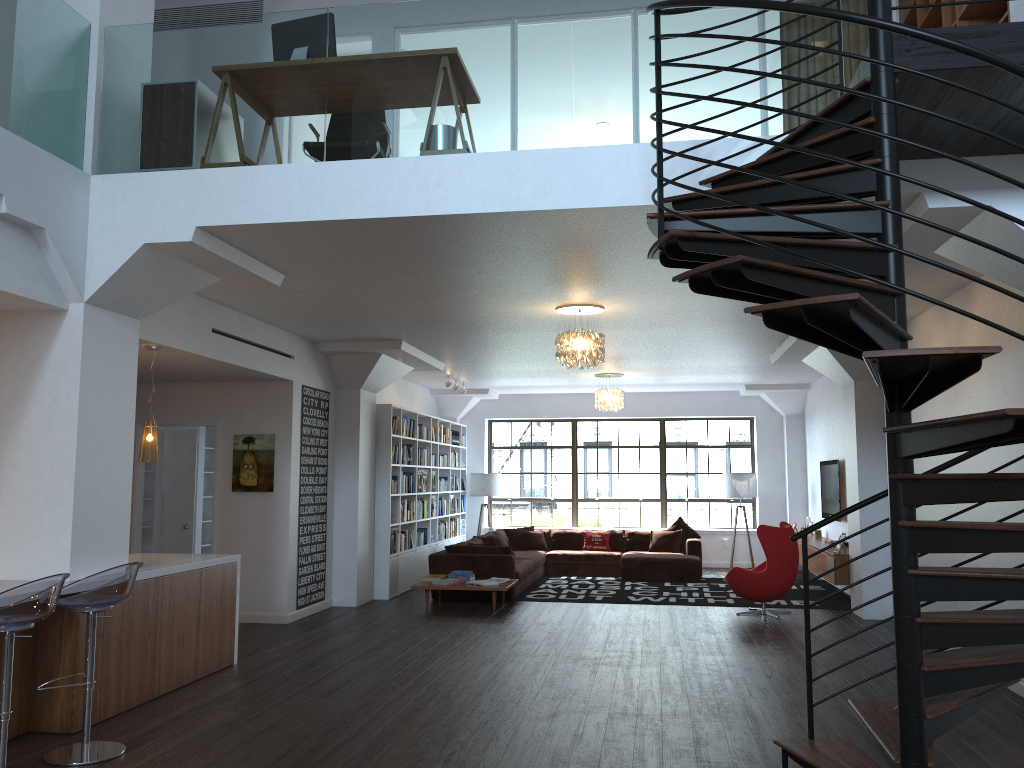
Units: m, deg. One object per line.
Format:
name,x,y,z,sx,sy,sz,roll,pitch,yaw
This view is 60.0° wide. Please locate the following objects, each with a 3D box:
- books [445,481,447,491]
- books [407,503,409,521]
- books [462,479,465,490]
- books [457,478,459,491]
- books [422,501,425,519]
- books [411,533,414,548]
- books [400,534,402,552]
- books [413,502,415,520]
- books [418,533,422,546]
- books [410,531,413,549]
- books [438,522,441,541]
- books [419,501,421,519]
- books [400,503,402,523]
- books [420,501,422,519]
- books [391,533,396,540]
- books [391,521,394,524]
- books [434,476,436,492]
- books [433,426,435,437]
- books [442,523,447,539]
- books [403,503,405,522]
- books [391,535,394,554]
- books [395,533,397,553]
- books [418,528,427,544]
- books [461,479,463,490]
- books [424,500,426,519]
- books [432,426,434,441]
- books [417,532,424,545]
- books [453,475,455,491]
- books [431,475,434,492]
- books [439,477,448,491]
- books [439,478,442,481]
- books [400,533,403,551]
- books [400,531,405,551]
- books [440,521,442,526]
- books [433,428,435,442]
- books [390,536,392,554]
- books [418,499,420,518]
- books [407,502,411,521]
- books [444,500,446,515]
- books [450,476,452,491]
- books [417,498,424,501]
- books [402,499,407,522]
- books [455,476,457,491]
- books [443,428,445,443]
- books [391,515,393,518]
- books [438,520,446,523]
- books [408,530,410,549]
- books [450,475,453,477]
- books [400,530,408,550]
books,-1.101,1.626,14.129,0.120,0.167,0.020,-1,-6,9
books,-1.472,1.723,11.954,0.171,0.246,0.057,-1,-6,9
books,-0.920,1.735,15.355,0.182,0.215,0.188,-1,-6,9
books,-0.986,1.695,14.945,0.161,0.207,0.135,-1,-6,9
books,-1.343,1.800,12.693,0.183,0.253,0.034,-1,-6,9
books,-1.434,2.141,12.108,0.161,0.207,0.135,-1,-6,9
books,-1.522,2.074,11.578,0.161,0.223,0.032,-1,-6,9
books,-1.430,1.746,12.202,0.183,0.253,0.034,-1,-6,9
books,-1.343,2.217,12.652,0.126,0.173,0.032,-1,-6,9
books,-1.451,2.121,12.055,0.174,0.236,0.142,-1,-6,9
books,-1.195,2.270,13.662,0.198,0.284,0.066,-1,-6,9
books,-1.380,1.779,12.503,0.183,0.253,0.034,-1,-6,9
books,-1.537,1.680,11.566,0.189,0.247,0.057,-1,-6,9
books,-1.371,1.783,12.535,0.183,0.253,0.034,-1,-6,9
books,-1.577,2.029,11.300,0.183,0.253,0.042,-1,-6,9
books,-1.614,1.752,11.240,0.197,0.035,0.284,0,-6,-1
books,-1.242,1.508,13.413,0.171,0.246,0.036,-1,-6,9
books,-1.250,0.758,13.466,0.160,0.251,0.031,-1,-6,9
books,-1.125,2.323,14.000,0.183,0.253,0.034,-1,-6,9
books,-1.508,1.701,11.749,0.171,0.246,0.057,-1,-6,9
books,-1.585,2.024,11.188,0.174,0.240,0.054,-1,-6,9
books,-1.563,2.039,11.381,0.180,0.251,0.048,-1,-6,9
books,-1.306,2.218,12.933,0.140,0.231,0.042,-1,-6,9
books,-0.943,1.729,15.267,0.167,0.210,0.162,-1,-6,9
books,-1.337,1.806,12.776,0.180,0.259,0.060,-1,-6,9
books,-1.268,0.751,13.332,0.174,0.236,0.136,-1,-6,9
books,-1.337,2.213,12.708,0.139,0.191,0.036,-1,-6,9
books,-1.036,1.644,14.721,0.180,0.259,0.042,-1,-6,9
books,-1.264,1.486,13.242,0.174,0.251,0.051,-1,-6,9
books,-1.098,1.603,14.219,0.140,0.231,0.042,-1,-6,9
books,-1.158,1.576,13.855,0.140,0.206,0.042,-1,-6,9
books,-1.525,2.075,11.623,0.176,0.231,0.053,-1,-6,9
books,-1.506,2.075,11.734,0.183,0.253,0.042,-1,-6,9
books,-1.169,2.279,13.769,0.176,0.290,0.053,-1,-6,9
books,-1.252,0.771,13.382,0.161,0.207,0.130,-1,-6,9
books,-1.592,2.028,11.144,0.161,0.223,0.032,-1,-6,9
books,-1.387,1.756,12.463,0.176,0.290,0.053,-1,-6,9
books,-1.461,1.728,12.036,0.183,0.253,0.034,-1,-6,9
books,-1.136,1.947,13.995,0.174,0.242,0.105,-1,-6,9
books,-1.066,1.625,14.458,0.174,0.240,0.054,-1,-6,9
books,-1.346,1.786,12.731,0.176,0.290,0.036,-1,-6,9
books,-1.497,1.688,11.833,0.176,0.290,0.053,-1,-6,9
books,-1.016,1.656,14.804,0.183,0.253,0.042,-1,-6,9
books,-1.148,0.824,14.060,0.171,0.246,0.057,-1,-6,9
books,-1.617,1.685,11.243,0.174,0.032,0.254,0,-6,4
books,-1.128,2.308,14.037,0.176,0.290,0.036,-1,-6,9
books,-1.464,2.102,11.967,0.183,0.253,0.042,-1,-6,9
books,-1.058,1.630,14.570,0.183,0.253,0.042,-1,-6,9
books,-1.484,2.090,11.884,0.180,0.259,0.042,-1,-6,9
